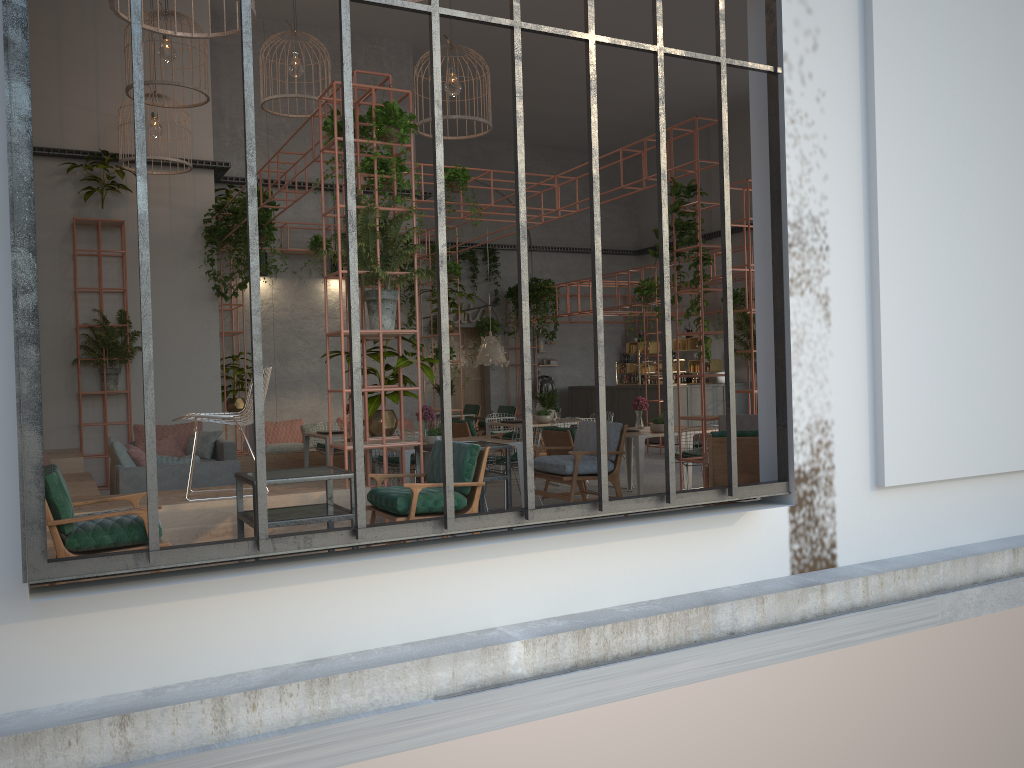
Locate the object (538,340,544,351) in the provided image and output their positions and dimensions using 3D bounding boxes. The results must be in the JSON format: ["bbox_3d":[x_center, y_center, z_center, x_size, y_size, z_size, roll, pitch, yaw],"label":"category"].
[{"bbox_3d":[0.712,-0.992,22.082,0.136,0.336,0.145,-2,1,-13],"label":"object"}]

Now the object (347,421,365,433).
[{"bbox_3d":[-2.044,0.540,11.679,0.248,0.247,0.254,-2,1,-27],"label":"object"}]

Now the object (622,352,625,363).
[{"bbox_3d":[2.891,-0.680,22.959,0.066,0.291,0.066,-1,1,32],"label":"object"}]

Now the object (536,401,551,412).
[{"bbox_3d":[0.489,0.418,13.739,0.241,0.313,0.241,-2,1,18],"label":"object"}]

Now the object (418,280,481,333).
[{"bbox_3d":[-1.034,-1.306,14.742,0.934,0.947,0.903,-1,1,24],"label":"object"}]

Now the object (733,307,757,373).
[{"bbox_3d":[2.834,-0.494,9.924,0.894,1.100,0.900,-2,1,2],"label":"object"}]

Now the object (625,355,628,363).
[{"bbox_3d":[2.960,-0.682,22.995,0.066,0.291,0.066,-2,1,-21],"label":"object"}]

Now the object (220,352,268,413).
[{"bbox_3d":[-4.108,-0.024,13.172,0.934,0.919,0.903,-1,1,34],"label":"object"}]

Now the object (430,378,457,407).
[{"bbox_3d":[-1.120,0.164,14.783,0.438,0.527,0.368,-2,1,-27],"label":"object"}]

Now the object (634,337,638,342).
[{"bbox_3d":[3.138,-1.121,22.441,0.088,0.123,0.088,-1,1,29],"label":"object"}]

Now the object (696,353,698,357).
[{"bbox_3d":[4.266,-0.629,20.344,0.083,0.159,0.083,-2,1,17],"label":"object"}]

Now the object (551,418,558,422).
[{"bbox_3d":[0.627,0.532,13.240,0.115,0.078,0.115,-2,1,-22],"label":"object"}]

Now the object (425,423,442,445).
[{"bbox_3d":[-0.786,0.527,9.252,0.247,0.247,0.252,-2,1,-27],"label":"object"}]

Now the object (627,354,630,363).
[{"bbox_3d":[3.033,-0.685,23.030,0.066,0.291,0.066,-2,1,12],"label":"object"}]

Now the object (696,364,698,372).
[{"bbox_3d":[4.246,-0.362,20.331,0.069,0.191,0.069,-2,1,8],"label":"object"}]

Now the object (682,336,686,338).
[{"bbox_3d":[4.022,-1.130,20.737,0.088,0.123,0.088,-1,1,29],"label":"object"}]

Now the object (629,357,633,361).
[{"bbox_3d":[3.072,-0.613,22.932,0.115,0.147,0.115,-2,1,17],"label":"object"}]

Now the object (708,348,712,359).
[{"bbox_3d":[4.496,-0.691,20.167,0.075,0.273,0.075,-2,1,-39],"label":"object"}]

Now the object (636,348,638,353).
[{"bbox_3d":[3.197,-0.851,22.429,0.123,0.142,0.141,-2,1,-27],"label":"object"}]

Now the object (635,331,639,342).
[{"bbox_3d":[3.220,-1.215,22.665,0.134,0.301,0.134,-2,1,-39],"label":"object"}]

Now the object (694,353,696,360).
[{"bbox_3d":[4.224,-0.629,20.424,0.083,0.159,0.083,-2,1,17],"label":"object"}]

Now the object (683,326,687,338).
[{"bbox_3d":[4.103,-1.224,20.961,0.134,0.301,0.134,-2,1,-39],"label":"object"}]

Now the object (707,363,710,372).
[{"bbox_3d":[4.468,-0.374,19.996,0.131,0.207,0.131,-2,1,18],"label":"object"}]

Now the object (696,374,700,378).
[{"bbox_3d":[4.300,-0.185,20.421,0.115,0.107,0.115,-1,1,29],"label":"object"}]

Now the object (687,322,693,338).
[{"bbox_3d":[4.158,-1.266,20.774,0.134,0.386,0.134,-2,1,-39],"label":"object"}]

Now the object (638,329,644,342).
[{"bbox_3d":[3.275,-1.257,22.478,0.134,0.386,0.134,-2,1,6],"label":"object"}]

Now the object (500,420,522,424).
[{"bbox_3d":[0.036,0.568,13.337,0.268,0.031,0.427,-2,1,-27],"label":"object"}]

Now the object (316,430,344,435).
[{"bbox_3d":[-2.469,0.656,12.038,0.268,0.031,0.427,-2,1,-27],"label":"object"}]

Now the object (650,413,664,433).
[{"bbox_3d":[1.758,0.463,10.516,0.247,0.247,0.252,-2,1,-27],"label":"object"}]

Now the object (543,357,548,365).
[{"bbox_3d":[0.837,-0.580,22.148,0.081,0.204,0.081,-2,1,-27],"label":"object"}]

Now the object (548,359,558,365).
[{"bbox_3d":[1.028,-0.554,22.248,0.219,0.149,0.129,-2,1,-27],"label":"object"}]

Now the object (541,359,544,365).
[{"bbox_3d":[0.765,-0.551,22.102,0.063,0.151,0.063,-2,1,-41],"label":"object"}]

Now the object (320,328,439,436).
[{"bbox_3d":[-1.032,-0.031,7.350,0.934,0.923,0.903,-1,1,29],"label":"object"}]

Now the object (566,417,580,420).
[{"bbox_3d":[0.945,0.528,13.696,0.218,0.041,0.218,-2,1,-19],"label":"object"}]

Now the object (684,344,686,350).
[{"bbox_3d":[4.080,-0.860,20.724,0.123,0.142,0.141,-2,1,-27],"label":"object"}]

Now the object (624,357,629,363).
[{"bbox_3d":[2.956,-0.609,22.871,0.115,0.147,0.115,-2,1,17],"label":"object"}]

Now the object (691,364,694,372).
[{"bbox_3d":[4.171,-0.361,20.476,0.069,0.191,0.069,-2,1,-15],"label":"object"}]

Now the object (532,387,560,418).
[{"bbox_3d":[0.530,0.303,13.414,0.438,0.527,0.368,-2,1,-27],"label":"object"}]

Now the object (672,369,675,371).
[{"bbox_3d":[3.413,-0.308,18.973,0.152,0.058,0.095,-2,1,-37],"label":"object"}]

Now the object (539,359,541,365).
[{"bbox_3d":[0.698,-0.555,22.090,0.055,0.164,0.092,-2,1,-9],"label":"object"}]

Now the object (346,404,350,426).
[{"bbox_3d":[-2.229,0.454,12.388,0.213,0.414,0.225,-2,1,-35],"label":"object"}]

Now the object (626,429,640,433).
[{"bbox_3d":[1.334,0.579,10.874,0.268,0.031,0.427,-2,1,-27],"label":"object"}]

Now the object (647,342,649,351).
[{"bbox_3d":[3.425,-0.913,22.120,0.137,0.261,0.137,-2,1,9],"label":"object"}]

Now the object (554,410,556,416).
[{"bbox_3d":[0.573,0.485,13.872,0.165,0.154,0.210,-2,1,-38],"label":"object"}]

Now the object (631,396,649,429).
[{"bbox_3d":[1.633,0.362,11.303,0.213,0.414,0.225,-2,1,-35],"label":"object"}]

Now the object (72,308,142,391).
[{"bbox_3d":[-5.404,-0.456,11.896,0.894,1.097,0.900,-2,1,2],"label":"object"}]

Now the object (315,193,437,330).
[{"bbox_3d":[-1.027,-0.963,6.898,0.894,1.101,0.900,-1,1,27],"label":"object"}]

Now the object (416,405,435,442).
[{"bbox_3d":[-0.968,0.441,9.955,0.213,0.414,0.225,-2,1,-35],"label":"object"}]

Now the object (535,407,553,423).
[{"bbox_3d":[0.461,0.452,12.978,0.248,0.247,0.254,-2,1,-27],"label":"object"}]

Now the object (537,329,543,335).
[{"bbox_3d":[0.701,-1.295,22.070,0.133,0.145,0.133,-1,1,24],"label":"object"}]

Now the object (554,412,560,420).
[{"bbox_3d":[0.702,0.496,13.698,0.095,0.119,0.095,-2,1,-3],"label":"object"}]

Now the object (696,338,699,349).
[{"bbox_3d":[4.309,-0.923,20.416,0.137,0.261,0.137,-2,1,9],"label":"object"}]
